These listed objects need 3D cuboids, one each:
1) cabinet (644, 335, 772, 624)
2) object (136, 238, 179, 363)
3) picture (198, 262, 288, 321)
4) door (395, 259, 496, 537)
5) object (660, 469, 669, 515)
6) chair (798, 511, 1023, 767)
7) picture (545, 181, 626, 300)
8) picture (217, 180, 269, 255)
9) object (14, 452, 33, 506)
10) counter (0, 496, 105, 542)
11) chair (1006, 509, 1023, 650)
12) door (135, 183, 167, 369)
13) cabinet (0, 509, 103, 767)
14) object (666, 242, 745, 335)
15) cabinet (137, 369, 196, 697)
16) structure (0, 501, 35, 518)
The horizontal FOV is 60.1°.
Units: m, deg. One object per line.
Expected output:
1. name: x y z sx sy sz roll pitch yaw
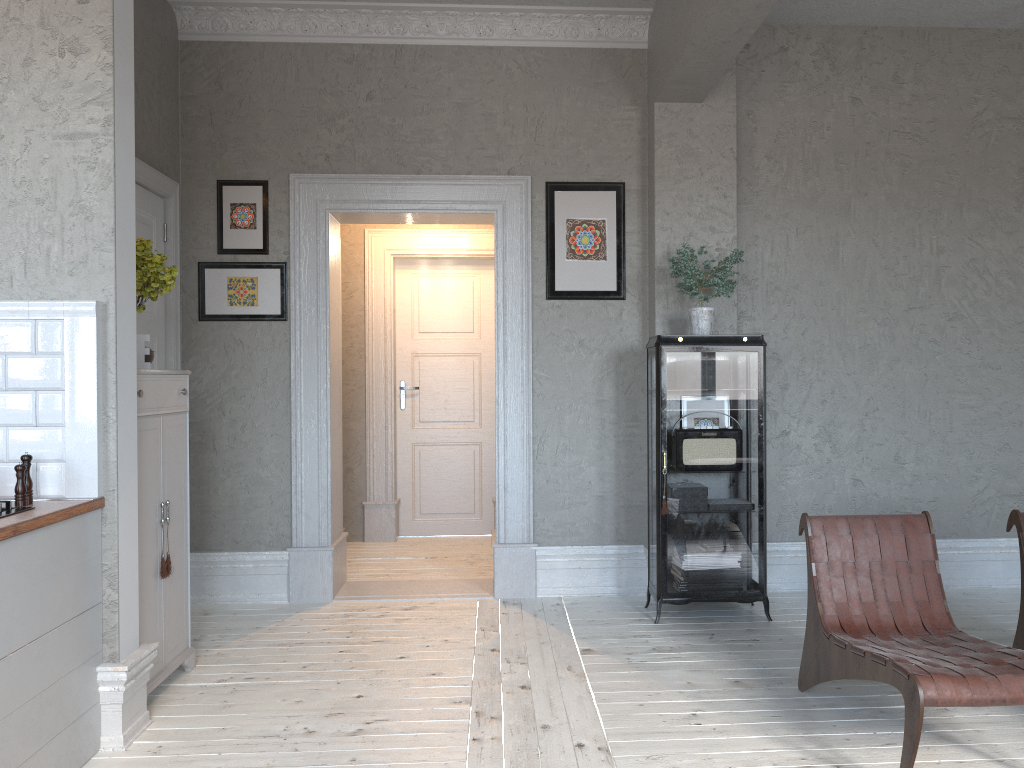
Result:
1. cabinet: 1.020 0.484 4.662 0.619 1.471 0.347 0 0 -3
2. object: -1.583 -0.335 3.688 0.334 0.553 0.303 0 0 32
3. picture: -1.506 -0.517 4.959 0.490 0.331 0.014 0 0 -4
4. door: -0.517 0.105 7.000 0.806 2.192 0.079 0 0 -4
5. object: 0.769 0.548 4.477 0.039 0.234 0.046 0 1 44
6. chair: 1.402 0.866 3.049 0.508 0.721 1.015 0 0 -2
7. picture: 0.422 -0.820 5.082 0.460 0.677 0.019 0 0 -4
8. picture: -1.506 -0.932 4.957 0.283 0.416 0.012 0 0 -4
9. object: -1.550 0.300 2.811 0.036 0.167 0.073 0 0 -2
10. counter: -3.044 0.419 1.323 3.398 0.039 3.154 0 0 -3
11. chair: 2.260 0.861 3.104 0.508 0.721 1.015 0 0 -2
12. door: -1.805 0.123 4.289 0.080 2.183 0.749 0 0 -2
13. cabinet: -3.198 0.828 1.767 1.945 0.854 4.286 0 0 44
14. object: 1.021 -0.505 4.659 0.394 0.506 0.418 0 0 14
15. cabinet: -1.556 0.591 3.512 0.384 1.297 0.665 0 0 -2
16. structure: -1.768 0.372 2.472 0.607 0.031 0.495 0 0 -3
